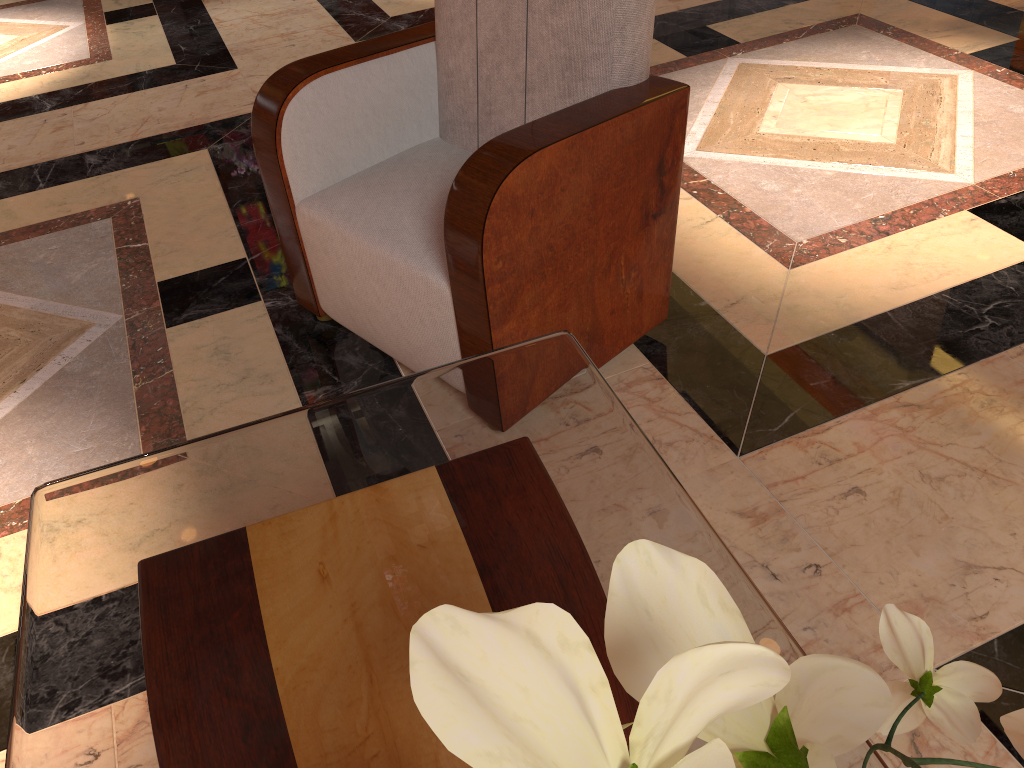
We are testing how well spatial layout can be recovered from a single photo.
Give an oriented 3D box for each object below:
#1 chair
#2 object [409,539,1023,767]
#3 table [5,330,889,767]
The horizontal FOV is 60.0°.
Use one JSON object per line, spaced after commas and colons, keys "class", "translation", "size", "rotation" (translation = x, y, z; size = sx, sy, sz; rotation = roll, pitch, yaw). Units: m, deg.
{"class": "chair", "translation": [-0.094, -0.534, 1.834], "size": [0.635, 0.942, 0.745], "rotation": [-34, 47, -30]}
{"class": "object", "translation": [-0.021, 0.332, 0.295], "size": [0.421, 0.605, 0.796], "rotation": [28, 50, 35]}
{"class": "table", "translation": [0.033, 0.668, 0.741], "size": [0.724, 0.486, 1.586], "rotation": [-17, 41, -12]}
